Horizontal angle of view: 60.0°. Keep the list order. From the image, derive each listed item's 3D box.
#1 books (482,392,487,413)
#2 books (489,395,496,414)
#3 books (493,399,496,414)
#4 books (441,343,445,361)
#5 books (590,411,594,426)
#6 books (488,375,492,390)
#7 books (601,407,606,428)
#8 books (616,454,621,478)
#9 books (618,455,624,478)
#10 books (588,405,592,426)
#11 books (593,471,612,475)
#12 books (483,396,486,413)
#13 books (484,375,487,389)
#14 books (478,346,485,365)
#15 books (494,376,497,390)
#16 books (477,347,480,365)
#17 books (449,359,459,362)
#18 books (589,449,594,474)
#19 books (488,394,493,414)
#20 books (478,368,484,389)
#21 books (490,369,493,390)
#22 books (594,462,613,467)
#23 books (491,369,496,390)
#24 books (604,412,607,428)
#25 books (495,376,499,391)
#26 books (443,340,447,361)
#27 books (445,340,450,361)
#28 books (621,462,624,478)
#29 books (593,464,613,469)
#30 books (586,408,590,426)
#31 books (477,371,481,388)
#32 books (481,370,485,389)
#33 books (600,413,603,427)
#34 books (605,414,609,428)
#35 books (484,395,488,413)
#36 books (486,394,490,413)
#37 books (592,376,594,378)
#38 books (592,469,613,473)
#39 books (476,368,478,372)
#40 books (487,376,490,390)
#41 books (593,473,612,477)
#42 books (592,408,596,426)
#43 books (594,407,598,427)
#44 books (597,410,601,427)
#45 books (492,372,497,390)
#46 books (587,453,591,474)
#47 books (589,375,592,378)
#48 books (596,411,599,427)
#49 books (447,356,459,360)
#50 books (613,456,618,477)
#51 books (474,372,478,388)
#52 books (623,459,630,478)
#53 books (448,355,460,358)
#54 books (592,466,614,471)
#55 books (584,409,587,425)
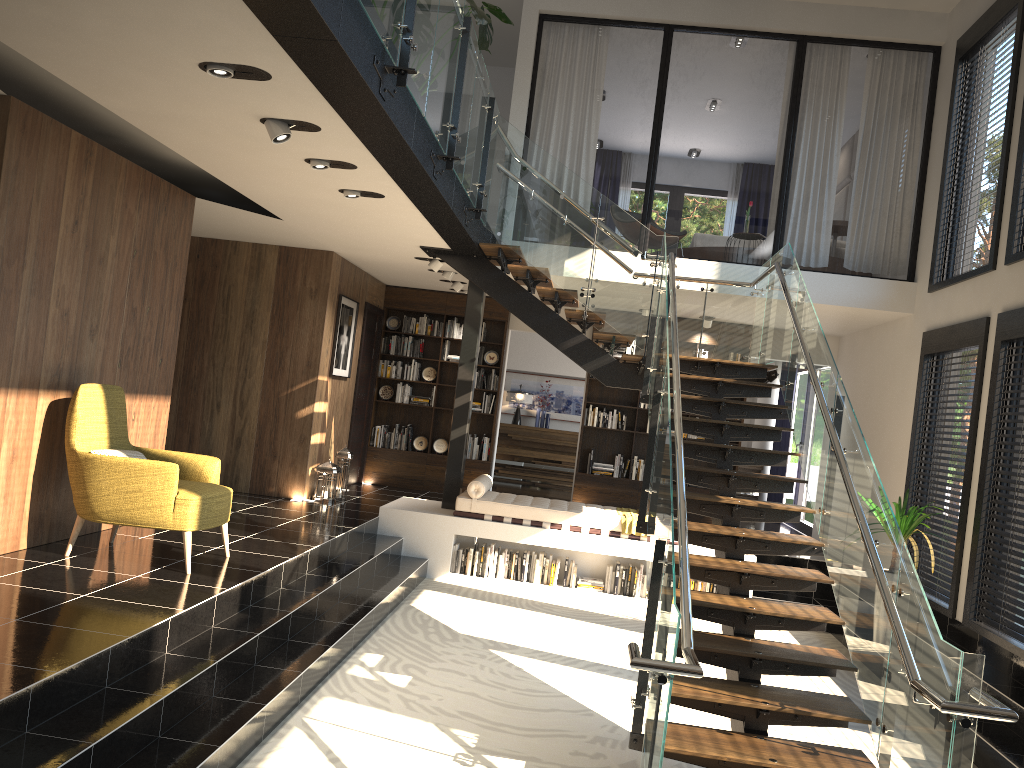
[{"bbox_3d":[-0.373,0.251,11.936,0.014,0.279,0.202,7,-1,5],"label":"books"},{"bbox_3d":[-0.257,0.277,11.905,0.047,0.253,0.210,7,-1,5],"label":"books"},{"bbox_3d":[-0.224,0.307,11.931,0.021,0.204,0.169,7,-1,5],"label":"books"},{"bbox_3d":[-0.922,-0.435,12.046,0.028,0.242,0.194,7,-1,5],"label":"books"},{"bbox_3d":[1.060,0.463,11.800,0.028,0.199,0.175,7,-1,5],"label":"books"},{"bbox_3d":[-0.289,-0.023,11.899,0.020,0.209,0.147,7,-1,5],"label":"books"},{"bbox_3d":[1.218,0.445,11.797,0.029,0.272,0.152,7,-1,5],"label":"books"},{"bbox_3d":[1.410,1.085,11.785,0.031,0.310,0.169,7,-1,5],"label":"books"},{"bbox_3d":[1.443,1.093,11.778,0.036,0.302,0.186,7,-1,5],"label":"books"},{"bbox_3d":[1.037,0.418,11.805,0.028,0.282,0.169,7,-1,5],"label":"books"},{"bbox_3d":[1.202,1.179,11.800,0.258,0.024,0.167,7,-1,6],"label":"books"},{"bbox_3d":[-0.355,0.281,11.957,0.024,0.226,0.141,7,-1,5],"label":"books"},{"bbox_3d":[-0.353,-0.024,11.932,0.060,0.196,0.119,7,-1,5],"label":"books"},{"bbox_3d":[-0.412,-0.379,11.962,0.035,0.251,0.196,7,-1,5],"label":"books"},{"bbox_3d":[-0.215,-0.010,11.904,0.023,0.200,0.121,7,-1,5],"label":"books"},{"bbox_3d":[-0.452,-0.377,11.981,0.047,0.238,0.225,7,-1,5],"label":"books"},{"bbox_3d":[-0.729,-0.307,12.029,0.239,0.033,0.176,7,-1,2],"label":"books"},{"bbox_3d":[1.053,1.027,11.786,0.028,0.340,0.203,7,-1,5],"label":"books"},{"bbox_3d":[-0.286,0.267,11.913,0.013,0.267,0.177,7,-1,5],"label":"books"},{"bbox_3d":[-0.414,-0.072,11.919,0.037,0.276,0.179,7,-1,5],"label":"books"},{"bbox_3d":[-0.265,-0.055,11.912,0.018,0.278,0.114,7,-1,5],"label":"books"},{"bbox_3d":[1.215,1.074,11.803,0.257,0.024,0.167,7,-1,5],"label":"books"},{"bbox_3d":[-0.249,-0.054,11.892,0.016,0.278,0.202,7,-1,5],"label":"books"},{"bbox_3d":[1.240,0.476,11.808,0.021,0.216,0.170,7,-1,5],"label":"books"},{"bbox_3d":[-0.193,-0.005,11.885,0.026,0.196,0.170,7,-1,5],"label":"books"},{"bbox_3d":[-0.895,-0.451,12.018,0.027,0.279,0.166,7,-1,5],"label":"books"},{"bbox_3d":[-0.873,-0.448,12.021,0.016,0.278,0.209,7,-1,5],"label":"books"},{"bbox_3d":[1.468,1.142,11.796,0.023,0.212,0.123,7,-1,5],"label":"books"},{"bbox_3d":[1.213,1.099,11.814,0.271,0.025,0.156,7,-1,6],"label":"books"},{"bbox_3d":[1.009,0.438,11.841,0.028,0.237,0.134,7,-1,5],"label":"books"},{"bbox_3d":[-0.448,-0.057,11.938,0.030,0.239,0.146,7,-1,5],"label":"books"},{"bbox_3d":[-0.390,-0.062,11.910,0.016,0.262,0.155,7,-1,5],"label":"books"},{"bbox_3d":[1.187,0.479,11.795,0.024,0.197,0.173,7,-1,5],"label":"books"},{"bbox_3d":[1.265,0.491,11.799,0.033,0.193,0.172,7,-1,5],"label":"books"},{"bbox_3d":[-0.338,0.272,11.923,0.014,0.246,0.192,7,-1,5],"label":"books"},{"bbox_3d":[-0.308,0.271,11.962,0.038,0.257,0.138,7,-1,5],"label":"books"},{"bbox_3d":[1.090,-0.159,11.810,0.037,0.177,0.109,7,-1,5],"label":"books"},{"bbox_3d":[1.206,1.155,11.813,0.271,0.025,0.156,7,-1,6],"label":"books"},{"bbox_3d":[-0.498,-0.084,11.930,0.020,0.281,0.153,7,-1,5],"label":"books"},{"bbox_3d":[-0.312,-0.016,11.919,0.026,0.190,0.121,7,-1,5],"label":"books"},{"bbox_3d":[1.200,1.204,11.817,0.247,0.026,0.148,7,-1,4],"label":"books"},{"bbox_3d":[1.090,0.443,11.818,0.023,0.245,0.159,7,-1,5],"label":"books"},{"bbox_3d":[1.114,0.439,11.798,0.029,0.258,0.181,7,-1,5],"label":"books"},{"bbox_3d":[1.164,0.461,11.806,0.028,0.227,0.136,7,-1,5],"label":"books"},{"bbox_3d":[-0.232,-0.035,11.913,0.018,0.246,0.144,7,-1,5],"label":"books"},{"bbox_3d":[1.026,1.060,11.833,0.025,0.270,0.156,7,-1,5],"label":"books"},{"bbox_3d":[1.059,-0.180,11.823,0.030,0.212,0.127,7,-1,5],"label":"books"},{"bbox_3d":[1.138,0.468,11.808,0.022,0.207,0.130,7,-1,5],"label":"books"},{"bbox_3d":[-0.727,-0.339,12.016,0.266,0.030,0.210,7,-1,6],"label":"books"},{"bbox_3d":[1.376,1.094,11.770,0.030,0.284,0.177,7,-1,5],"label":"books"},{"bbox_3d":[-0.479,-0.051,11.917,0.027,0.219,0.139,7,-1,5],"label":"books"},{"bbox_3d":[1.518,1.126,11.775,0.075,0.254,0.181,7,-1,5],"label":"books"},{"bbox_3d":[-0.723,-0.363,12.025,0.264,0.021,0.189,7,-1,3],"label":"books"},{"bbox_3d":[1.208,1.126,11.799,0.287,0.030,0.176,7,-1,3],"label":"books"},{"bbox_3d":[0.982,0.440,11.839,0.025,0.227,0.156,7,-1,5],"label":"books"}]
